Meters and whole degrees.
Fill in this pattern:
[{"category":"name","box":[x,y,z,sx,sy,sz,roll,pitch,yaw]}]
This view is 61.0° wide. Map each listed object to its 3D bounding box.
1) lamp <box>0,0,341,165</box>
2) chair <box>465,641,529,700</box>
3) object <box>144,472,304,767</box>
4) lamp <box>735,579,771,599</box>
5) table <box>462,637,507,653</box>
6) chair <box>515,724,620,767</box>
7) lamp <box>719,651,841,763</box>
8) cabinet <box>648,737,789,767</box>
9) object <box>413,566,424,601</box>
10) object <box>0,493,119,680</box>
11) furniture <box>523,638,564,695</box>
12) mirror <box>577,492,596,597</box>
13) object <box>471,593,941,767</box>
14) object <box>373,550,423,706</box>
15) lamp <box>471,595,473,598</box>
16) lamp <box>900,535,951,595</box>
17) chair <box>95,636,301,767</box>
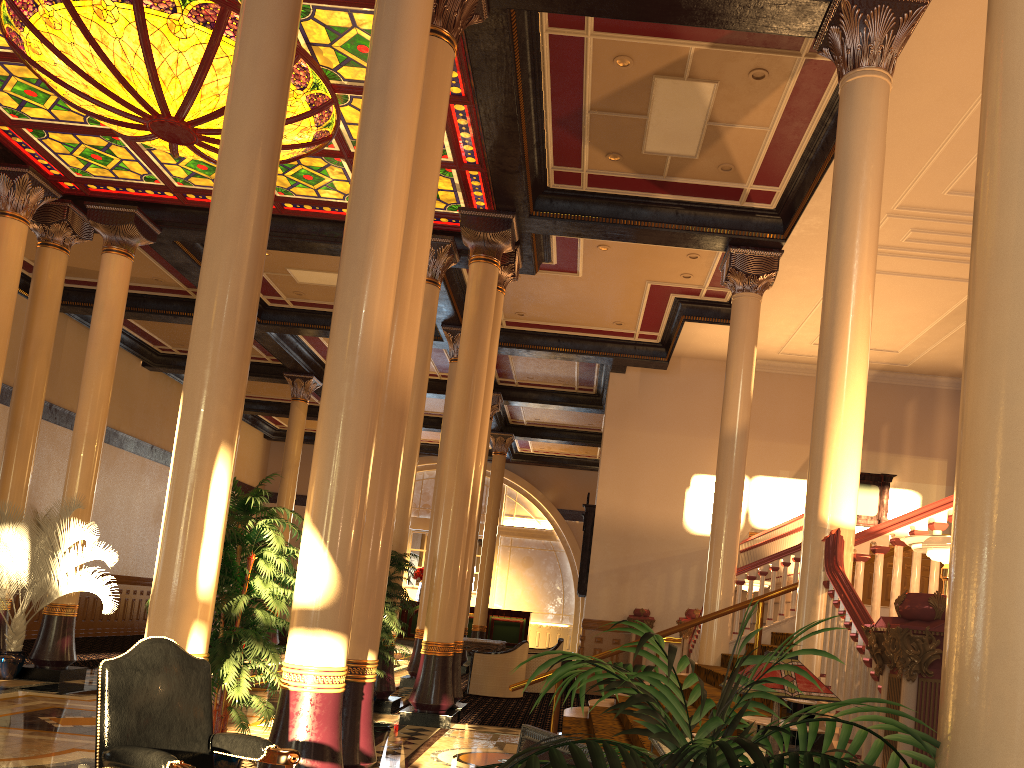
[{"category":"lamp","box":[-3.209,-2.693,8.334,2.995,0.592,3.073,5,-14,0]},{"category":"chair","box":[-0.163,4.476,13.721,0.748,0.898,1.005,2,-11,23]},{"category":"object","box":[-1.856,1.616,5.834,1.138,2.118,0.998,12,-9,-38]},{"category":"lamp","box":[2.916,3.477,10.919,0.597,1.981,0.573,8,-6,-15]},{"category":"table","box":[-0.727,4.854,15.175,1.102,0.760,1.680,5,-13,4]},{"category":"chair","box":[-0.134,1.620,2.843,0.672,0.905,0.667,10,-10,-27]},{"category":"lamp","box":[0.869,1.095,2.864,0.319,0.413,0.325,6,-9,-1]},{"category":"cabinet","box":[0.778,1.810,3.139,0.547,0.850,1.292,5,-12,4]},{"category":"object","box":[1.367,0.683,10.661,0.687,4.212,29.847,7,-14,-13]},{"category":"object","box":[-5.499,2.369,10.237,1.809,2.237,2.134,5,-10,6]},{"category":"furniture","box":[0.492,5.052,15.739,0.804,0.927,2.228,5,-13,5]},{"category":"mirror","box":[1.397,3.069,16.661,0.254,1.955,1.823,5,-10,5]},{"category":"object","box":[0.357,1.133,1.809,1.091,1.414,1.046,0,-10,31]},{"category":"object","box":[-1.610,2.722,9.942,1.053,2.118,1.081,7,-7,-9]},{"category":"lamp","box":[-1.292,5.956,24.225,0.447,0.436,0.408,15,-13,-42]},{"category":"lamp","box":[2.540,1.932,5.171,0.564,1.981,0.606,4,-6,21]},{"category":"chair","box":[-1.244,1.584,3.450,0.726,1.082,0.772,3,-9,17]}]
